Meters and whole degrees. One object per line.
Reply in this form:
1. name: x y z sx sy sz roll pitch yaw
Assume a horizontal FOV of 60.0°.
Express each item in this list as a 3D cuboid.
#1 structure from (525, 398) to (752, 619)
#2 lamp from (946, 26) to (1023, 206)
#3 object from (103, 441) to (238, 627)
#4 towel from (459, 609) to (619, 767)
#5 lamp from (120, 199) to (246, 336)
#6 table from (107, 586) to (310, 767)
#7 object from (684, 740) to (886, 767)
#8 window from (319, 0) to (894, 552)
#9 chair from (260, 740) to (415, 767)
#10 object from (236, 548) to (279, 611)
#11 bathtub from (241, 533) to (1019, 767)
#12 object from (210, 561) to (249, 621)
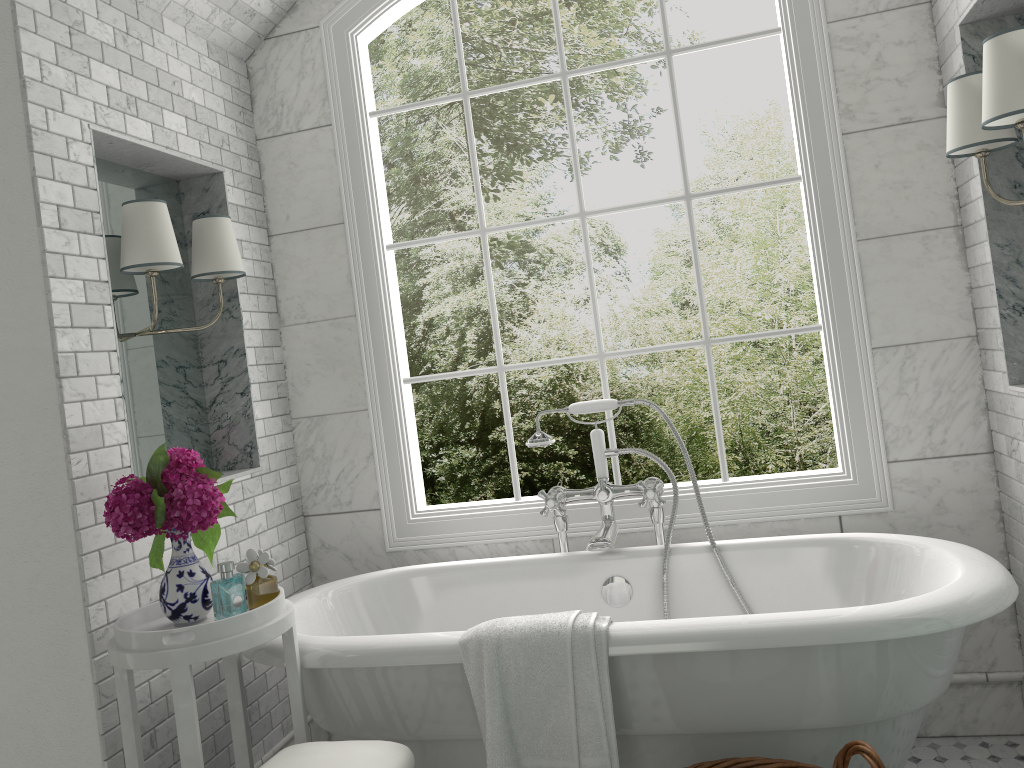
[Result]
1. structure: 0.442 0.687 2.890 0.777 1.286 0.341 -8 -1 24
2. lamp: 1.336 -0.671 2.299 0.308 0.383 0.548 -7 1 14
3. object: -0.874 0.382 2.299 0.332 0.472 0.296 -7 0 16
4. towel: 0.092 0.801 2.199 0.374 0.463 0.453 -7 0 16
5. lamp: -1.120 -0.366 2.904 0.308 0.383 0.548 -7 1 14
6. table: -0.734 1.016 2.252 0.450 0.907 0.448 -7 -1 -24
7. object: 0.491 1.042 1.736 0.520 0.571 0.517 -8 0 -44
8. window: 0.262 -0.620 3.262 1.829 2.325 0.118 -7 -1 14
9. chair: -0.399 1.135 1.941 0.370 0.603 0.366 -7 0 14
10. object: -0.643 0.505 2.285 0.084 0.168 0.097 -8 -1 35
11. bathtub: 0.293 0.951 2.558 2.162 0.758 0.942 -7 1 14
12. object: -0.703 0.522 2.203 0.058 0.154 0.086 -8 -1 34
